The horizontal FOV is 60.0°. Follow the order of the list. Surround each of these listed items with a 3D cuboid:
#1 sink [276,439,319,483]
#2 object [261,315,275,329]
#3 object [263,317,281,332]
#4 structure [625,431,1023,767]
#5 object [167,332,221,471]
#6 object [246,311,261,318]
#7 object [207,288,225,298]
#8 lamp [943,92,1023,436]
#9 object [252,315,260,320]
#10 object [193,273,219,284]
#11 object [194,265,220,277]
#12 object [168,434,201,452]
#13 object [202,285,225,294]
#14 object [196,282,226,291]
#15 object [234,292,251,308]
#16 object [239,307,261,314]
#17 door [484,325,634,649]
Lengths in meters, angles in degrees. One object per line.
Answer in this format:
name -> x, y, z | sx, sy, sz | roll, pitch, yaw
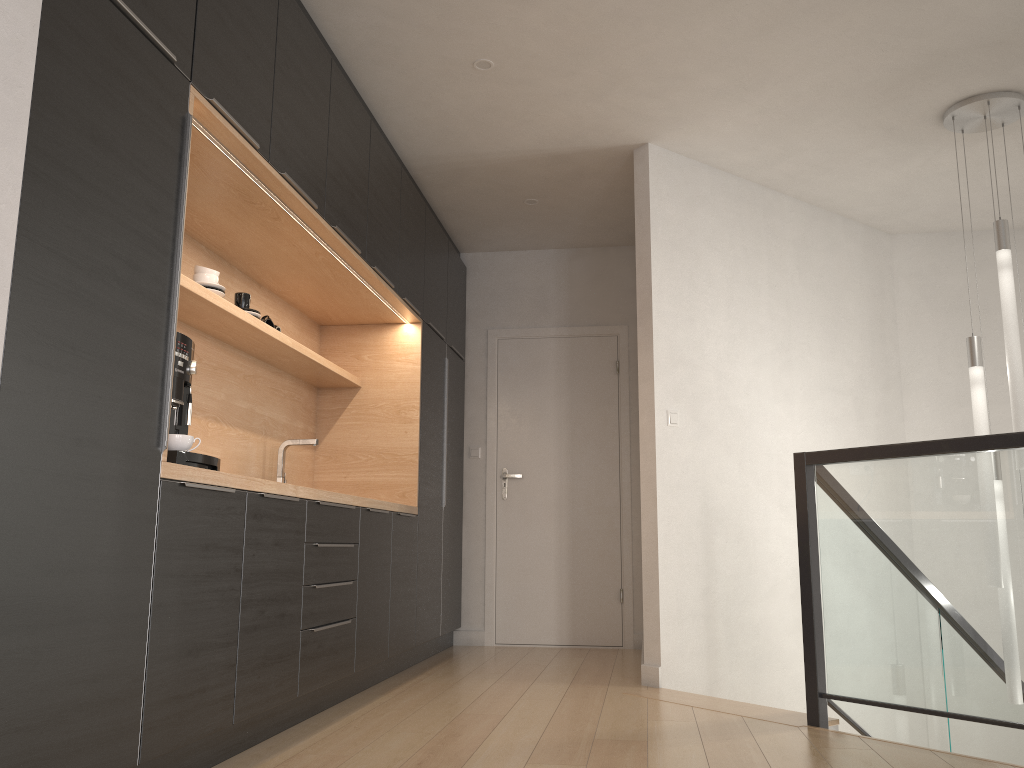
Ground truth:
sink -> -0.904, 0.520, 4.204 | 0.512, 0.518, 0.626 | -1, -11, 8
object -> -1.122, -0.264, 3.983 | 0.100, 0.093, 0.066 | -4, -11, 23
object -> -1.105, -0.258, 4.044 | 0.100, 0.093, 0.066 | -3, -11, 18
structure -> 2.861, 2.385, 2.905 | 2.823, 4.339, 4.190 | 8, -13, -36
object -> -1.130, 0.083, 2.749 | 0.584, 0.398, 0.618 | -1, -11, 9
object -> -1.130, -0.279, 3.724 | 0.145, 0.025, 0.145 | -4, -11, 22
object -> -1.166, -0.333, 3.366 | 0.145, 0.025, 0.145 | 1, -10, -5
lamp -> 2.250, -0.460, 4.076 | 0.359, 6.725, 0.359 | -10, -15, 44
object -> -1.132, -0.267, 3.720 | 0.145, 0.025, 0.145 | -4, -11, 22
object -> -1.168, -0.380, 3.378 | 0.095, 0.057, 0.099 | 4, -11, -19
object -> -1.166, -0.414, 3.381 | 0.098, 0.075, 0.095 | -3, -11, 20
object -> -0.957, 0.177, 2.529 | 0.099, 0.057, 0.095 | -2, -11, 11
object -> -1.167, -0.343, 3.371 | 0.145, 0.025, 0.145 | 1, -10, -5
object -> -1.166, -0.357, 3.370 | 0.145, 0.025, 0.145 | 1, -10, -5
object -> -1.132, -0.334, 3.725 | 0.066, 0.092, 0.084 | 5, -11, -22
object -> -1.132, -0.291, 3.724 | 0.145, 0.025, 0.145 | -4, -11, 22
door -> 0.305, 0.659, 5.935 | 0.974, 2.136, 0.085 | -1, -11, 8
